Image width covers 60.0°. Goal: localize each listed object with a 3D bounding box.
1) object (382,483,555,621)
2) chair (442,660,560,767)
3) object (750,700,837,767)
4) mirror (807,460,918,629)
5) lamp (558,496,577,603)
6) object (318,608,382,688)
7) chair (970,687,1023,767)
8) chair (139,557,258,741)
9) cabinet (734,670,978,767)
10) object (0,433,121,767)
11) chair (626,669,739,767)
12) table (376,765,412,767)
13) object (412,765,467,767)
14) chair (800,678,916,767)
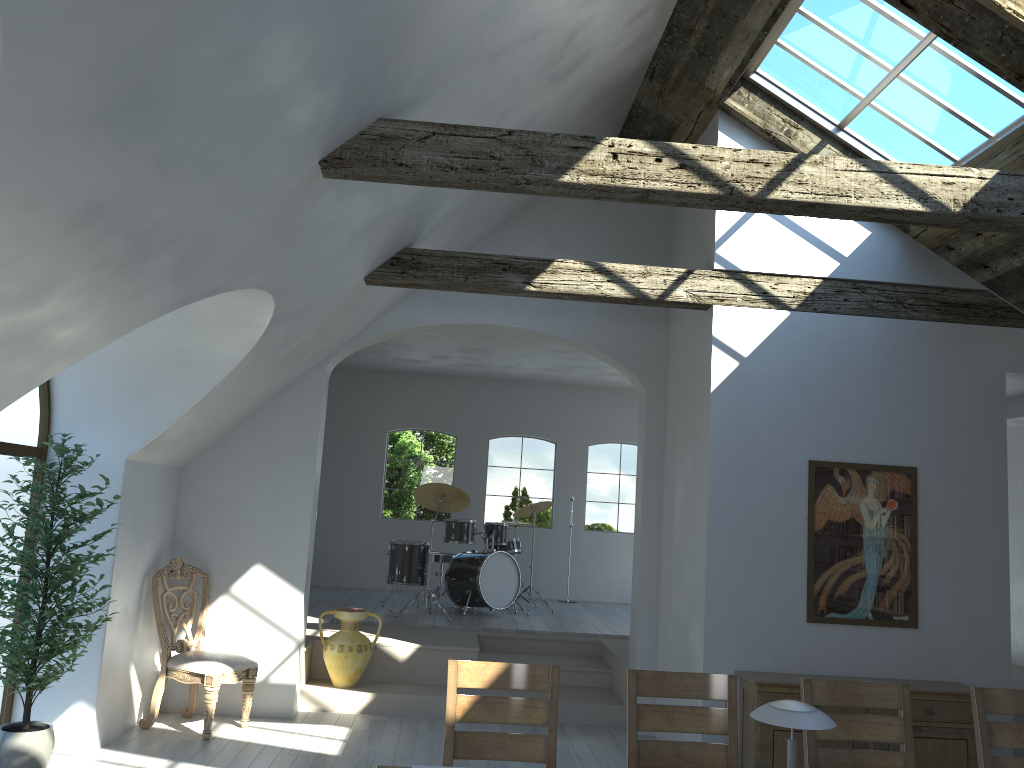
[{"bbox_3d":[-0.586,1.868,10.138,1.465,1.383,2.354,-4,-11,41],"label":"object"},{"bbox_3d":[-0.046,1.615,3.356,0.514,1.006,0.605,4,-8,-3],"label":"chair"},{"bbox_3d":[0.842,1.140,2.665,0.251,0.362,0.251,1,-9,20],"label":"object"},{"bbox_3d":[2.299,1.046,5.814,0.736,1.047,0.009,4,-8,-3],"label":"mirror"},{"bbox_3d":[0.771,2.186,11.786,0.232,1.383,0.238,4,-8,-3],"label":"lamp"},{"bbox_3d":[-1.332,2.142,7.200,0.396,0.605,0.402,-4,-11,43],"label":"object"},{"bbox_3d":[2.181,1.769,3.477,0.514,1.006,0.605,4,-8,-3],"label":"chair"},{"bbox_3d":[-2.195,1.841,6.299,0.655,1.159,0.552,0,-9,22],"label":"chair"},{"bbox_3d":[2.140,2.203,5.465,1.481,0.714,0.383,4,-8,-3],"label":"cabinet"},{"bbox_3d":[-2.595,1.224,4.927,0.718,1.920,0.737,1,-9,16],"label":"object"},{"bbox_3d":[0.696,1.666,3.396,0.514,1.006,0.605,4,-8,-3],"label":"chair"},{"bbox_3d":[1.077,1.709,2.603,3.078,0.737,0.939,4,-8,-3],"label":"table"},{"bbox_3d":[1.114,1.381,2.656,2.872,0.077,1.050,4,-8,-3],"label":"object"},{"bbox_3d":[1.439,1.717,3.437,0.514,1.006,0.605,4,-8,-3],"label":"chair"}]
